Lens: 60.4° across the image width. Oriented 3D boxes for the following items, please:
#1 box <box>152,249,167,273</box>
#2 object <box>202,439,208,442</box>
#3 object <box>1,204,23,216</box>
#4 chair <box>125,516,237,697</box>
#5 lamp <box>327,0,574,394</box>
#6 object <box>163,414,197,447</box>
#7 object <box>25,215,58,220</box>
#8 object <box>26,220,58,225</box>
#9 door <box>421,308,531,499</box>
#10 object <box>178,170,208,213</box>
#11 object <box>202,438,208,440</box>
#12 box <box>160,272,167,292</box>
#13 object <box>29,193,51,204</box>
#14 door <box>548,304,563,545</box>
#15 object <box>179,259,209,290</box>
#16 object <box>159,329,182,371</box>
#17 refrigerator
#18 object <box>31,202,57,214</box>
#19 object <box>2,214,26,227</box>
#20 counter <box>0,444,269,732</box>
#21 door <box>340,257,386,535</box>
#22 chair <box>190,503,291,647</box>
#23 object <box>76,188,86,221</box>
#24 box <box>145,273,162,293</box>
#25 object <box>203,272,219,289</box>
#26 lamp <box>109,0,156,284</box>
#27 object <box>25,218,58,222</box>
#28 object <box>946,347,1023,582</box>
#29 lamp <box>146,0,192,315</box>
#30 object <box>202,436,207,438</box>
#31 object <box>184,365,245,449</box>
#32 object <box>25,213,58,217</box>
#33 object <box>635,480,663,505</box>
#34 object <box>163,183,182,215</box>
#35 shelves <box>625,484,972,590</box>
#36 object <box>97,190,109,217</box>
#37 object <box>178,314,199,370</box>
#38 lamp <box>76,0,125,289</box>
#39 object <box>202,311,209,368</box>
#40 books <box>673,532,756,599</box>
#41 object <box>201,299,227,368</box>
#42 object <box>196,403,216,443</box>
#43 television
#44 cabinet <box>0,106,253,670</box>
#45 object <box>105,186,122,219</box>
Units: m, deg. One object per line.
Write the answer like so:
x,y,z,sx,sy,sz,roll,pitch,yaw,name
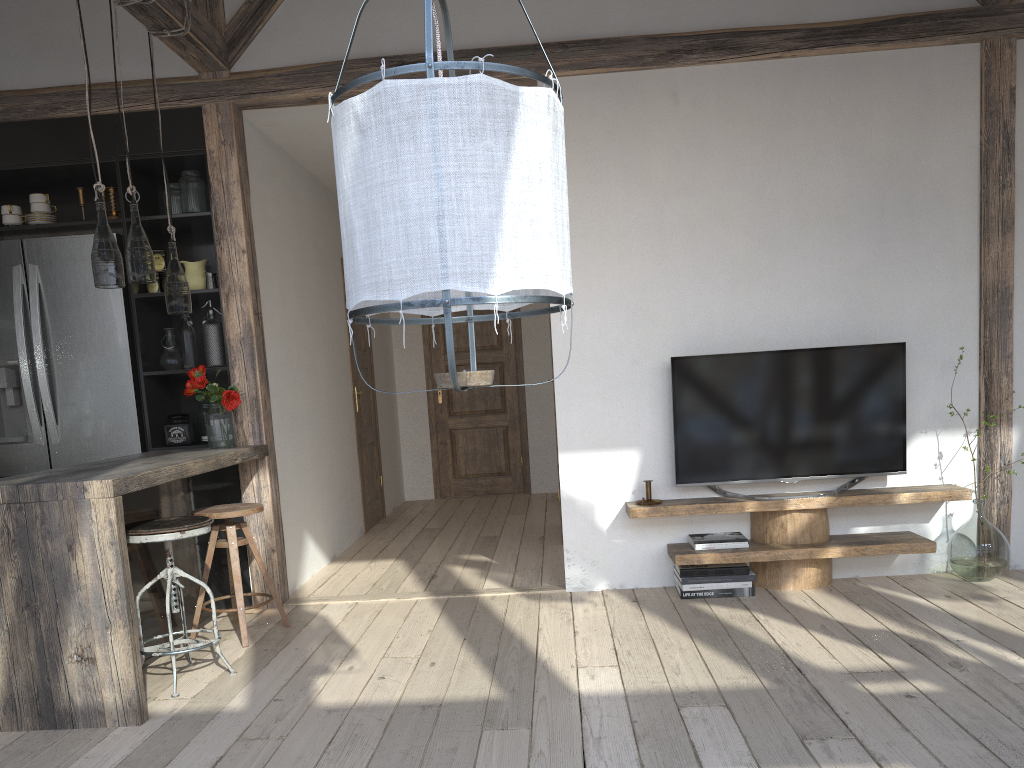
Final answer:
-1.809,-0.625,4.504,0.082,0.115,0.082,-5,5,-17,box
-1.523,0.297,4.645,0.213,0.025,0.214,-4,0,-39,object
-2.528,-0.865,4.454,0.106,0.068,0.093,-2,3,31,object
-1.316,0.849,3.431,0.353,0.644,0.349,1,7,36,chair
-0.146,-0.937,1.487,0.406,1.919,0.395,3,10,44,lamp
-1.737,0.239,4.607,0.134,0.167,0.133,-4,5,-7,object
-2.377,-0.829,4.450,0.148,0.026,0.147,-3,1,45,object
-2.376,-0.806,4.453,0.149,0.023,0.147,-3,0,30,object
-0.346,0.052,8.375,0.941,2.097,0.080,-3,7,3,door
-1.590,-0.947,4.384,0.125,0.209,0.123,-3,5,7,object
-1.523,0.289,4.644,0.213,0.025,0.214,-4,0,-29,object
-1.749,-0.516,4.524,0.083,0.115,0.082,-2,5,13,box
-2.374,-0.918,4.438,0.106,0.068,0.093,-4,3,-11,object
0.291,0.019,6.061,0.082,2.097,0.830,-3,6,3,door
-1.631,-0.552,4.525,0.149,0.172,0.134,-4,5,-11,object
-1.787,-0.178,4.615,0.132,0.223,0.130,-2,6,15,object
-2.353,0.243,4.847,0.944,1.946,0.840,-3,6,3,refrigerator
-2.375,-0.874,4.448,0.094,0.068,0.105,-3,2,14,object
-2.525,-0.818,4.466,0.105,0.068,0.094,-5,3,-35,object
-2.421,0.816,2.711,2.242,0.861,3.779,-4,1,3,counter
-1.169,0.108,6.992,0.082,2.097,0.830,-3,6,3,door
-1.276,0.863,4.043,0.341,0.603,0.336,-1,6,23,chair
-2.150,-0.893,4.405,0.059,0.169,0.058,-5,7,-12,object
-1.836,-0.511,4.533,0.083,0.115,0.082,-3,5,3,box
-1.517,-0.522,4.464,0.093,0.097,0.074,-3,5,4,object
-1.474,-1.037,3.474,0.240,1.254,0.107,-2,7,15,lamp
-2.376,-0.818,4.451,0.148,0.026,0.147,-3,1,45,object
2.328,0.372,4.190,0.515,1.134,0.272,-5,7,-10,object
-1.449,-0.987,3.790,0.226,1.359,0.107,-3,7,5,lamp
-1.524,0.281,4.643,0.213,0.025,0.214,-4,0,-34,object
-1.456,0.110,4.342,0.311,0.420,0.248,0,6,36,object
-2.378,-0.841,4.448,0.148,0.026,0.147,-3,1,45,object
0.671,0.531,4.320,0.139,0.114,0.138,-4,3,-15,object
-1.708,-0.923,4.481,0.126,0.174,0.125,1,7,42,object
1.377,0.771,4.273,1.603,0.457,0.327,-4,5,3,shelves
-2.068,-0.900,4.472,0.062,0.175,0.061,0,8,32,object
-1.666,-0.226,4.523,0.086,0.306,0.085,-4,7,-5,object
-1.478,-1.010,3.189,0.225,1.305,0.107,-3,7,5,lamp
-1.585,-0.231,4.633,0.085,0.306,0.085,-9,9,-40,object
0.984,0.886,4.307,0.360,0.268,0.287,-3,3,3,books
-1.525,-0.258,4.495,0.108,0.355,0.107,1,8,33,object
-1.643,0.211,4.778,0.124,0.209,0.123,-5,5,-10,object
1.332,0.190,4.244,1.103,0.715,0.204,-3,7,3,television
-2.533,-0.012,2.811,2.093,2.534,4.175,-3,2,3,cabinet
-1.993,-0.905,4.398,0.095,0.174,0.095,-6,6,-23,object
